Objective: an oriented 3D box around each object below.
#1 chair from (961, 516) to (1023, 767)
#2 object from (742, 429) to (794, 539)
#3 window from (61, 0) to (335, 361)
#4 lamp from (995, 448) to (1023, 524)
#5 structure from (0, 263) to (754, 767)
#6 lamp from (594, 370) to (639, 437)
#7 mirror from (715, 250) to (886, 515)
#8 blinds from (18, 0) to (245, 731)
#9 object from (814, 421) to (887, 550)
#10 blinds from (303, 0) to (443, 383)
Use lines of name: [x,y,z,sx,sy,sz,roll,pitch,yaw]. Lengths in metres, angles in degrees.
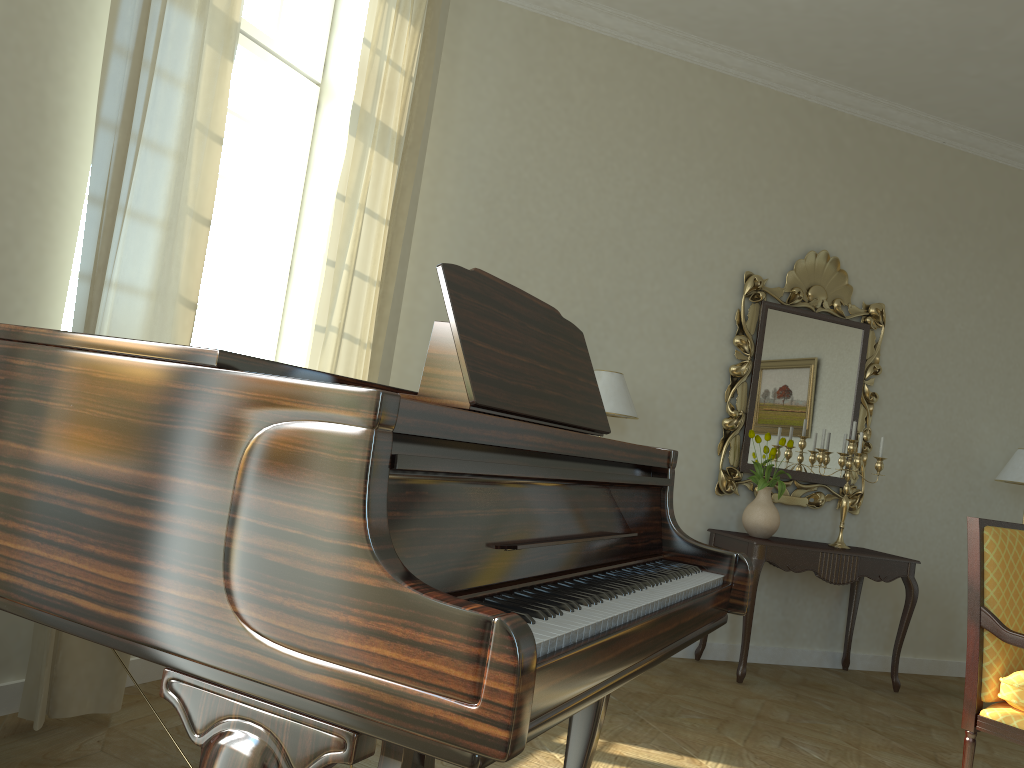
chair: [2.116,1.103,3.268,0.730,1.083,0.671,11,-4,-35]
object: [1.461,0.580,5.105,0.264,0.609,0.242,8,-4,11]
window: [-1.311,-0.986,3.713,0.181,2.550,1.400,7,-4,26]
lamp: [3.251,1.193,5.698,0.381,1.552,0.381,10,-4,-19]
structure: [-0.522,0.455,2.078,1.856,1.439,1.514,7,-4,26]
lamp: [0.403,0.701,4.695,0.380,1.552,0.380,10,-4,-24]
mirror: [1.829,-0.046,5.502,1.117,1.612,0.082,10,-4,-19]
blinds: [-1.193,-0.600,2.928,0.162,3.384,0.554,6,-4,31]
object: [2.002,0.599,5.296,0.320,0.757,0.320,11,-5,-38]
blinds: [-0.713,-0.454,4.067,0.159,3.381,0.552,7,-4,29]
